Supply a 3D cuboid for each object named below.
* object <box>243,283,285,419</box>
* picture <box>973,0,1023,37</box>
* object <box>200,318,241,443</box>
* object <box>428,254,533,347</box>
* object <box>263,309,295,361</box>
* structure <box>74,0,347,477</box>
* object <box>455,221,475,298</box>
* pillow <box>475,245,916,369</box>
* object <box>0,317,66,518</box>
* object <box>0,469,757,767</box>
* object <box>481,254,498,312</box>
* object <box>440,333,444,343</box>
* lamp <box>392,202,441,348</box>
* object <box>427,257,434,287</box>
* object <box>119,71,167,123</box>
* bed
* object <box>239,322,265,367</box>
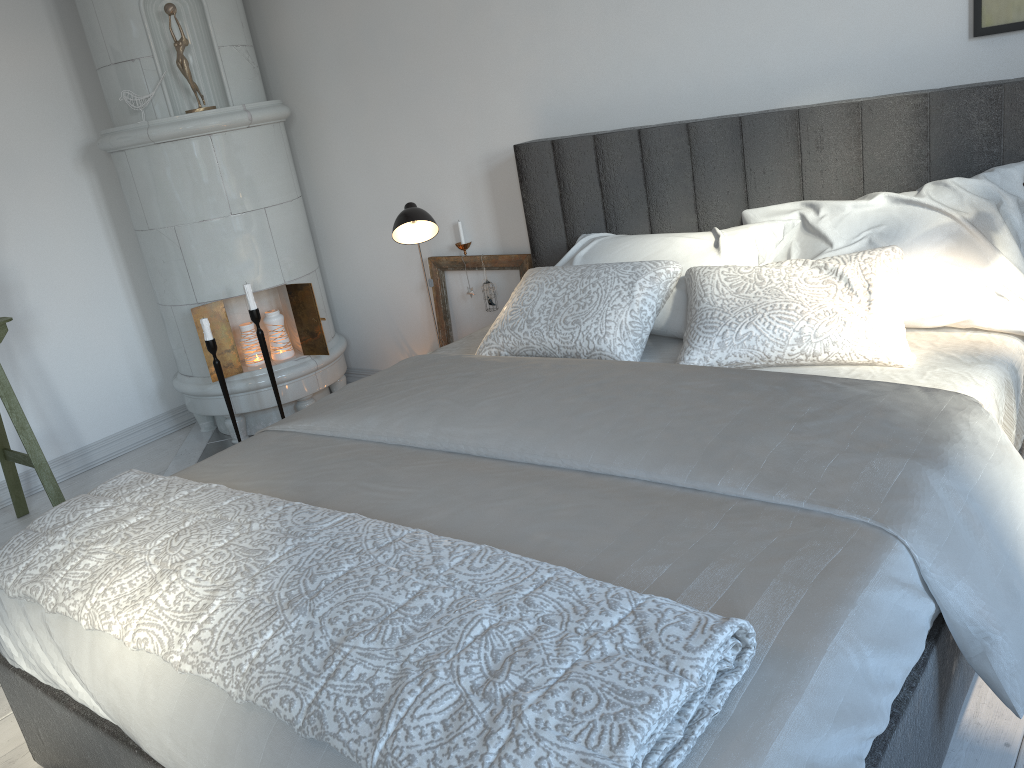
[{"bbox_3d":[-0.947,-0.053,3.475,0.091,0.722,0.091,-26,24,-37],"label":"object"},{"bbox_3d":[1.198,-1.112,2.121,0.165,0.507,0.020,6,25,38],"label":"picture"},{"bbox_3d":[-1.122,0.033,3.469,0.091,0.625,0.091,-4,20,18],"label":"object"},{"bbox_3d":[-0.102,-0.209,3.626,0.527,0.634,0.082,6,25,38],"label":"object"},{"bbox_3d":[-0.999,-0.209,3.781,0.098,0.211,0.097,5,24,37],"label":"object"},{"bbox_3d":[-1.289,-1.040,3.470,0.800,2.852,1.241,-11,19,-4],"label":"structure"},{"bbox_3d":[-0.184,-0.504,3.581,0.067,0.322,0.067,-10,19,0],"label":"object"},{"bbox_3d":[0.417,-0.187,2.262,1.146,0.227,0.413,2,22,32],"label":"pillow"},{"bbox_3d":[-1.936,0.240,3.053,0.431,0.779,0.668,6,25,39],"label":"object"},{"bbox_3d":[-0.372,0.324,1.410,1.459,0.105,0.403,5,24,39],"label":"object"},{"bbox_3d":[-0.095,-0.404,3.534,0.062,0.229,0.062,-19,21,-23],"label":"object"},{"bbox_3d":[-0.280,-0.128,3.789,0.062,0.222,0.028,3,23,34],"label":"object"},{"bbox_3d":[-0.344,-0.241,3.368,0.449,0.941,0.823,-21,22,-29],"label":"lamp"},{"bbox_3d":[-0.344,-0.469,3.713,0.024,0.127,0.023,-2,21,23],"label":"object"},{"bbox_3d":[-1.380,-1.080,3.348,0.196,0.166,0.059,-11,19,-4],"label":"object"},{"bbox_3d":[0.152,0.065,2.015,1.886,1.052,2.166,5,24,39],"label":"bed"},{"bbox_3d":[-1.105,-0.168,3.766,0.092,0.181,0.092,8,26,42],"label":"object"}]
